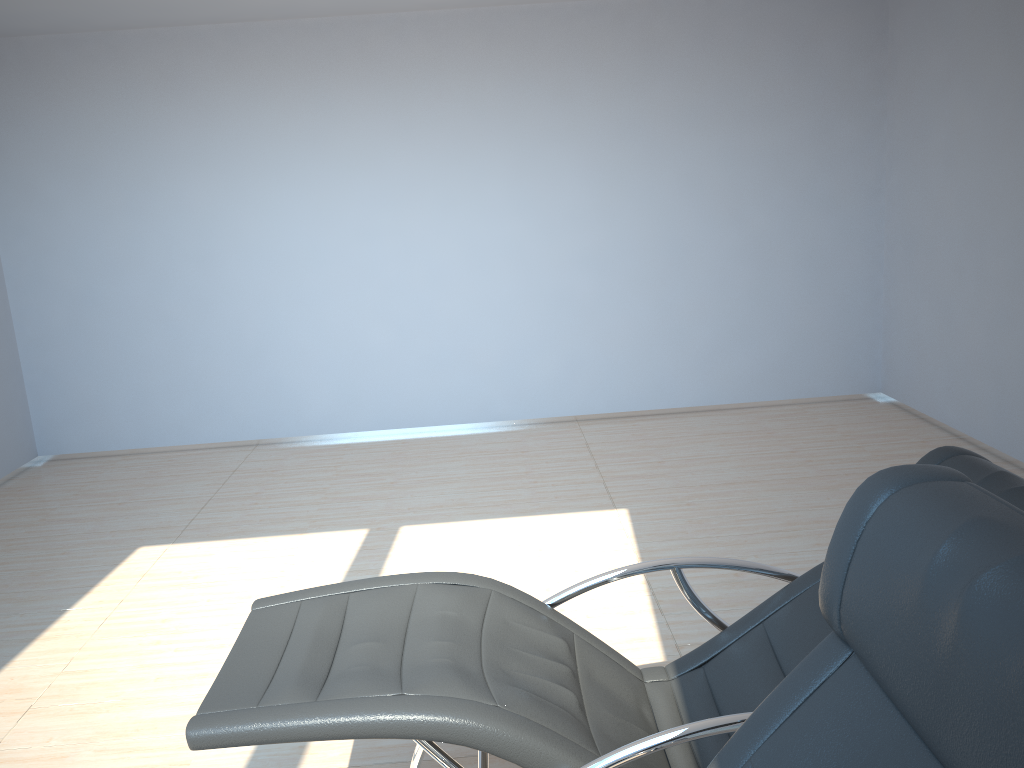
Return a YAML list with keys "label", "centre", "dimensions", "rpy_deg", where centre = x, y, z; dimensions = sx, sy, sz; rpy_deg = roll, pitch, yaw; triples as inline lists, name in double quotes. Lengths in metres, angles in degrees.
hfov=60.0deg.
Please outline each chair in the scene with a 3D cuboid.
- label: "chair"
  centre: [-0.094, 0.866, 1.175]
  dimensions: [1.938, 1.251, 0.836]
  rpy_deg: [-4, 12, -1]
- label: "chair"
  centre: [0.386, 0.768, 2.170]
  dimensions: [2.114, 0.953, 0.836]
  rpy_deg: [-4, 12, -1]
